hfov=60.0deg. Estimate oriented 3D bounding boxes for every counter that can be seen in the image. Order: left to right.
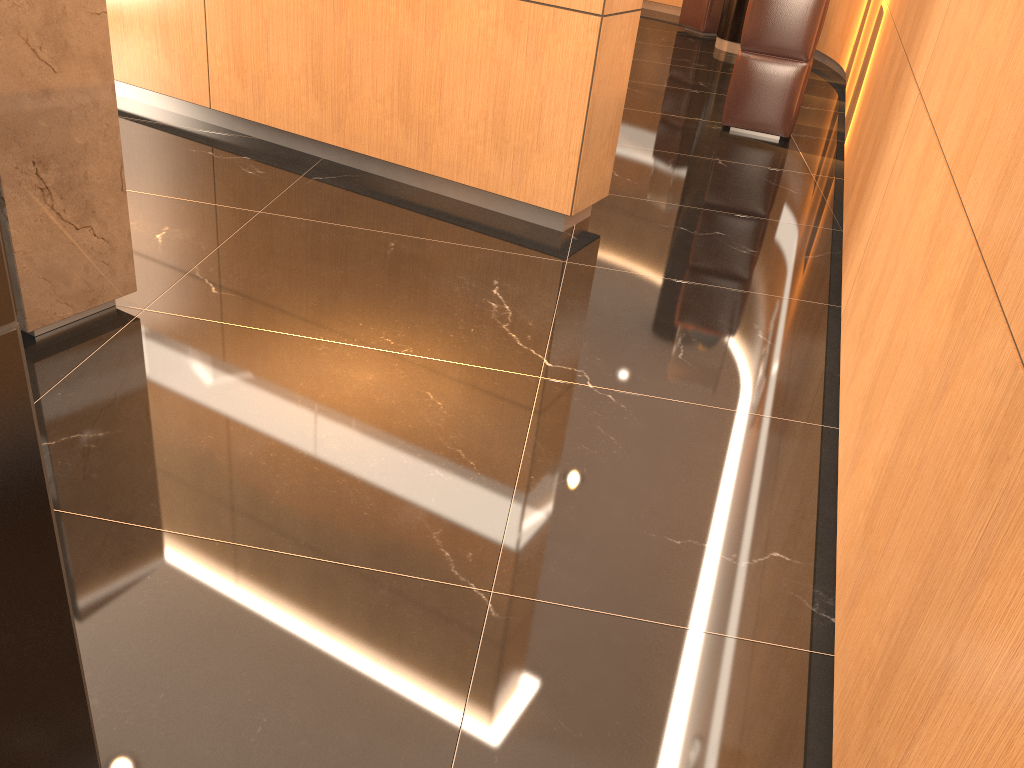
[{"bbox_3d":[-1.925,-0.951,2.785,1.500,1.100,0.400,21,33,22],"label":"counter"}]

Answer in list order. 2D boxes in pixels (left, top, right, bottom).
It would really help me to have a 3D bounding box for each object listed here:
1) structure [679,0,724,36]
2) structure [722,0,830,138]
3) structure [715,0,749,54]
[{"bbox_3d":[2.290,-4.806,9.471,0.484,2.000,0.498,-9,34,-26],"label":"structure"},{"bbox_3d":[1.828,-2.644,5.684,0.498,1.968,0.484,15,31,12],"label":"structure"},{"bbox_3d":[2.602,-4.919,8.320,0.613,3.430,0.613,18,32,16],"label":"structure"}]
